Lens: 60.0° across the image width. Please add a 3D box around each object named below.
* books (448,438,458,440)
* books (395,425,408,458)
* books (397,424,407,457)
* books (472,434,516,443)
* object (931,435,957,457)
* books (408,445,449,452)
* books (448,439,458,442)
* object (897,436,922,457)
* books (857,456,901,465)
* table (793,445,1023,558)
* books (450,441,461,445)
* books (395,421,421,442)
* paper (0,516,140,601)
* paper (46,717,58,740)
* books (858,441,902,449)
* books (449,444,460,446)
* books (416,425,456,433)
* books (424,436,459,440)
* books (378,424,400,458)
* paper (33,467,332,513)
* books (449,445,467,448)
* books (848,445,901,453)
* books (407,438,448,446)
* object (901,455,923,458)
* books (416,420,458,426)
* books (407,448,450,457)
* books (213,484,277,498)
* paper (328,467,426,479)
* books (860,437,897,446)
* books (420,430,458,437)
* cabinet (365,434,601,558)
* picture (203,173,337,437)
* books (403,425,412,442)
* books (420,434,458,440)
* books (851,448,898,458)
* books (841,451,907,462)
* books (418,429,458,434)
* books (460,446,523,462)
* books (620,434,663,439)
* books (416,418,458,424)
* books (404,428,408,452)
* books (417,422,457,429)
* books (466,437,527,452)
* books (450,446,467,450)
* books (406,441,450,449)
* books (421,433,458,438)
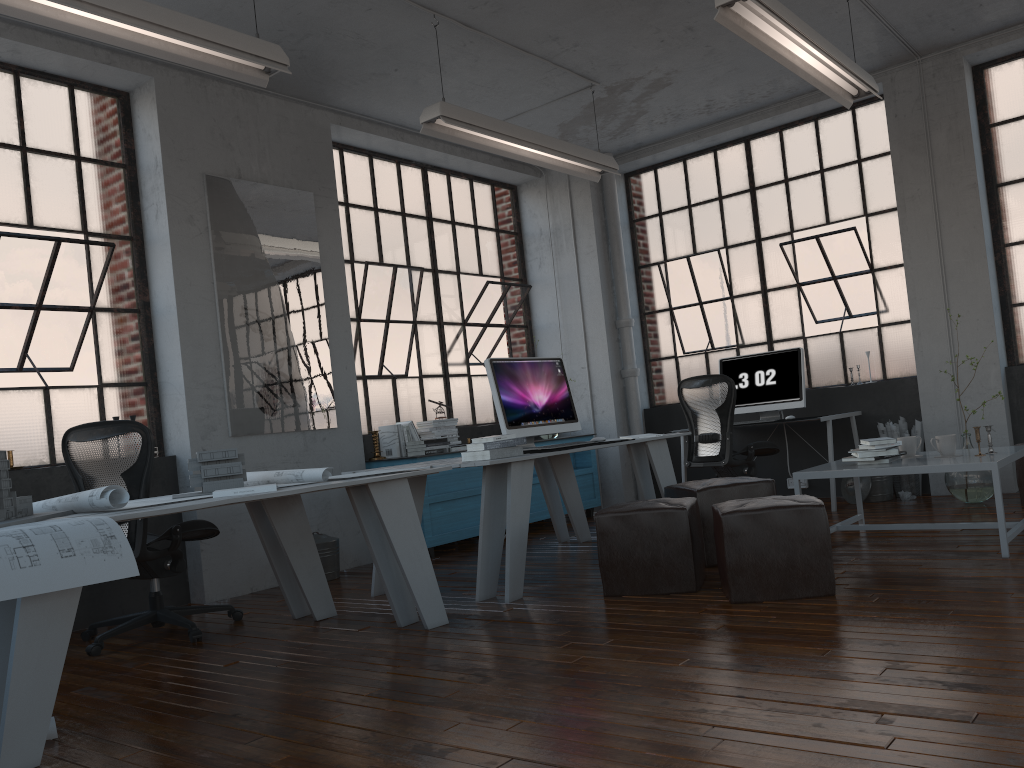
[{"bbox_3d":[-0.588,0.444,6.934,0.183,0.016,0.288,-8,-4,38],"label":"books"},{"bbox_3d":[-0.851,0.432,6.582,0.152,0.239,0.045,-8,-2,38],"label":"books"},{"bbox_3d":[-0.869,0.423,6.557,0.173,0.240,0.053,-8,-2,38],"label":"books"},{"bbox_3d":[-0.096,0.286,4.653,0.153,0.030,0.185,-8,-4,39],"label":"books"},{"bbox_3d":[2.286,0.327,4.673,0.129,0.109,0.101,-4,-3,-43],"label":"object"},{"bbox_3d":[-0.615,0.473,6.507,0.191,0.023,0.242,-8,-4,36],"label":"books"},{"bbox_3d":[-0.565,0.456,6.937,0.161,0.013,0.254,-8,-4,38],"label":"books"},{"bbox_3d":[2.214,0.349,4.945,0.129,0.109,0.101,-4,-3,-43],"label":"object"},{"bbox_3d":[1.992,0.412,4.816,0.172,0.028,0.217,-8,-4,38],"label":"books"},{"bbox_3d":[2.198,0.623,4.785,0.974,0.444,0.990,-8,-3,38],"label":"table"},{"bbox_3d":[-0.570,0.474,6.927,0.176,0.025,0.330,-8,-4,38],"label":"books"},{"bbox_3d":[-0.770,0.422,6.690,0.176,0.284,0.169,-8,-2,38],"label":"books"},{"bbox_3d":[-1.425,0.513,2.626,0.435,0.183,0.439,-8,-3,38],"label":"paper"},{"bbox_3d":[-1.636,1.133,2.820,0.341,0.068,0.083,-5,-3,-26],"label":"paper"},{"bbox_3d":[1.988,0.331,4.787,0.184,0.026,0.125,-5,-3,-21],"label":"books"},{"bbox_3d":[-0.562,0.492,6.918,0.160,0.012,0.285,-8,-4,38],"label":"books"},{"bbox_3d":[-0.606,0.352,6.926,0.180,0.028,0.295,-8,-4,38],"label":"books"},{"bbox_3d":[-0.557,0.426,6.937,0.161,0.013,0.256,-8,-4,38],"label":"books"},{"bbox_3d":[-0.903,0.425,6.531,0.173,0.239,0.032,-8,-2,38],"label":"books"},{"bbox_3d":[-1.405,0.441,3.751,0.977,0.105,1.074,-8,-4,39],"label":"paper"},{"bbox_3d":[-0.448,0.477,6.732,0.202,0.012,0.251,-9,-4,40],"label":"books"},{"bbox_3d":[1.965,0.350,4.805,0.200,0.014,0.275,-8,-4,38],"label":"books"},{"bbox_3d":[-0.624,0.426,6.511,0.191,0.028,0.239,-9,-4,40],"label":"books"},{"bbox_3d":[2.213,0.404,4.935,0.137,0.003,0.138,-4,-3,-30],"label":"object"},{"bbox_3d":[-0.586,0.308,6.931,0.183,0.016,0.288,-8,-4,38],"label":"books"},{"bbox_3d":[-0.612,0.501,6.517,0.191,0.032,0.258,-9,-4,40],"label":"books"},{"bbox_3d":[-1.049,0.420,3.492,0.235,0.024,0.200,-5,-3,-15],"label":"books"},{"bbox_3d":[-0.682,0.412,4.067,0.428,0.001,0.485,-4,-4,-41],"label":"paper"},{"bbox_3d":[1.970,0.309,4.772,0.141,0.026,0.202,-7,-3,8],"label":"books"},{"bbox_3d":[-0.572,0.388,6.942,0.168,0.017,0.263,-8,-4,38],"label":"books"},{"bbox_3d":[-0.155,0.869,7.172,0.628,0.732,2.260,-8,-3,38],"label":"cabinet"},{"bbox_3d":[-1.568,-0.504,5.834,0.025,1.649,0.852,-7,-2,38],"label":"picture"},{"bbox_3d":[-0.811,0.426,6.631,0.161,0.224,0.065,-8,-2,38],"label":"books"},{"bbox_3d":[-0.578,0.415,6.926,0.160,0.012,0.285,-8,-4,38],"label":"books"},{"bbox_3d":[1.959,0.368,4.800,0.200,0.031,0.272,-7,-3,13],"label":"books"},{"bbox_3d":[1.959,0.392,4.799,0.273,0.025,0.210,-4,-3,-31],"label":"books"},{"bbox_3d":[-0.590,0.373,6.944,0.183,0.016,0.288,-8,-4,38],"label":"books"},{"bbox_3d":[-0.104,0.365,4.644,0.201,0.050,0.271,-8,-4,38],"label":"books"},{"bbox_3d":[0.825,0.336,5.684,0.205,0.019,0.244,-6,-3,-12],"label":"books"},{"bbox_3d":[-0.583,0.291,6.920,0.183,0.016,0.288,-8,-4,38],"label":"books"},{"bbox_3d":[-0.836,0.448,6.605,0.161,0.224,0.045,-8,-2,38],"label":"books"},{"bbox_3d":[-0.583,0.326,6.932,0.174,0.021,0.273,-8,-4,38],"label":"books"},{"bbox_3d":[-0.082,0.316,4.641,0.257,0.044,0.193,-4,-3,-31],"label":"books"},{"bbox_3d":[-0.442,0.489,6.725,0.187,0.014,0.248,-8,-4,37],"label":"books"},{"bbox_3d":[-0.618,0.451,6.519,0.212,0.023,0.258,-8,-4,38],"label":"books"},{"bbox_3d":[-0.568,0.402,6.931,0.161,0.012,0.254,-8,-4,38],"label":"books"}]
